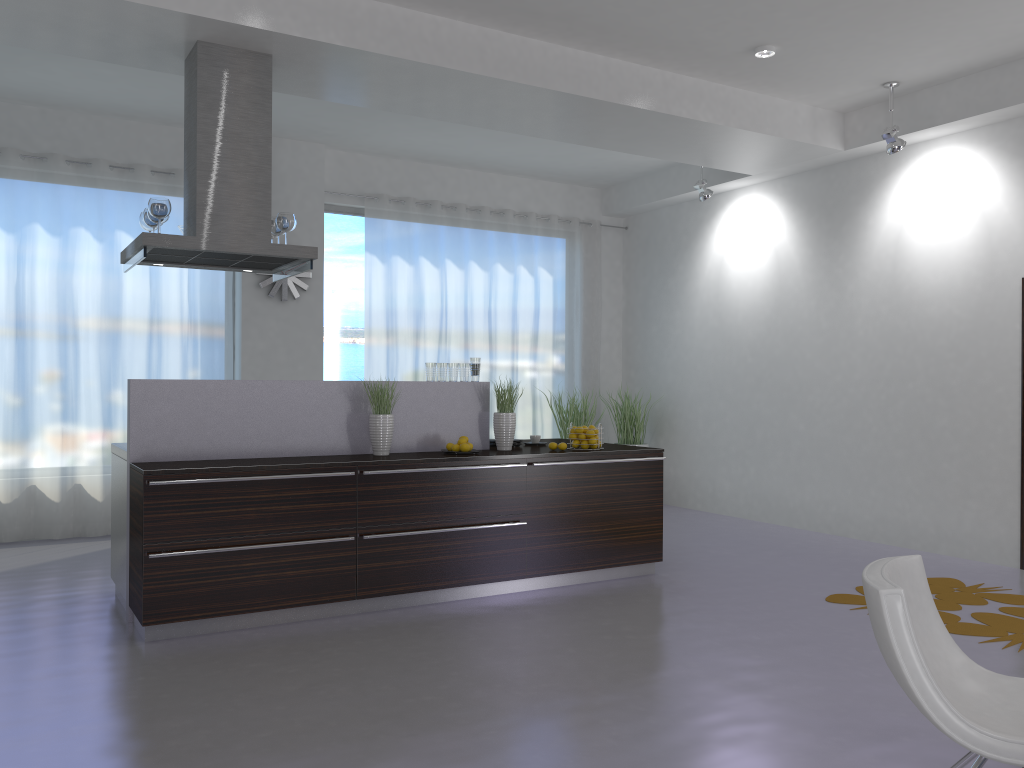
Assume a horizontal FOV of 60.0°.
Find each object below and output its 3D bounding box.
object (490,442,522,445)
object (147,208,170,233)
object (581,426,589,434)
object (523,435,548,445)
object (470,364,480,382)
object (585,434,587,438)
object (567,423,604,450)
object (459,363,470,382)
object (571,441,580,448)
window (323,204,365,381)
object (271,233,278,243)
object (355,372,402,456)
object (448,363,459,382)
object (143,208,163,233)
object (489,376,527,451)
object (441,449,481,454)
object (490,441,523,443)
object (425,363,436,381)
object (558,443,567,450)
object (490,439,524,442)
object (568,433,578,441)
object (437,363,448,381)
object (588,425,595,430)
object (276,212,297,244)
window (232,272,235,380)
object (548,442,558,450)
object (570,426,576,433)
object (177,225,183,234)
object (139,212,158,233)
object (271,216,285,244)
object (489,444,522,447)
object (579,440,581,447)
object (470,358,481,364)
[{"bbox_3d":[-0.055,0.414,6.178,0.232,0.020,0.232,0,0,-22],"label":"object"},{"bbox_3d":[-2.063,-0.937,5.176,0.125,0.221,0.125,0,0,-6],"label":"object"},{"bbox_3d":[0.485,0.305,5.933,0.051,0.053,0.063,0,0,-29],"label":"object"},{"bbox_3d":[0.167,0.402,6.323,0.153,0.069,0.153,0,0,33],"label":"object"},{"bbox_3d":[-0.244,-0.075,5.852,0.072,0.119,0.071,0,0,9],"label":"object"},{"bbox_3d":[0.503,0.336,5.972,0.055,0.051,0.061,0,0,-36],"label":"object"},{"bbox_3d":[0.494,0.348,5.938,0.207,0.174,0.189,0,0,24],"label":"object"},{"bbox_3d":[-0.313,-0.075,5.811,0.072,0.119,0.071,0,0,9],"label":"object"},{"bbox_3d":[0.430,0.404,5.954,0.061,0.053,0.053,0,0,12],"label":"object"},{"bbox_3d":[-0.615,-0.468,9.261,3.000,2.500,0.100,0,0,-31],"label":"window"},{"bbox_3d":[-1.538,-0.933,5.686,0.125,0.221,0.125,0,0,-6],"label":"object"},{"bbox_3d":[-0.777,0.176,5.304,0.269,0.502,0.247,0,0,-30],"label":"object"},{"bbox_3d":[-0.383,-0.075,5.770,0.072,0.119,0.071,0,0,9],"label":"object"},{"bbox_3d":[-2.145,-0.937,5.310,0.125,0.221,0.125,0,0,-6],"label":"object"},{"bbox_3d":[-0.025,0.181,5.780,0.247,0.502,0.269,0,0,12],"label":"object"},{"bbox_3d":[-0.315,0.421,5.506,0.232,0.020,0.232,0,0,-22],"label":"object"},{"bbox_3d":[-0.055,0.404,6.178,0.232,0.020,0.232,0,0,-27],"label":"object"},{"bbox_3d":[-0.521,-0.076,5.687,0.071,0.119,0.072,0,0,19],"label":"object"},{"bbox_3d":[0.331,0.409,5.803,0.063,0.051,0.053,0,0,-27],"label":"object"},{"bbox_3d":[-0.242,0.330,6.159,0.646,0.147,0.269,0,0,-6],"label":"object"},{"bbox_3d":[0.407,0.351,5.904,0.063,0.051,0.053,0,0,28],"label":"object"},{"bbox_3d":[-0.452,-0.076,5.728,0.072,0.119,0.071,0,0,9],"label":"object"},{"bbox_3d":[0.539,0.307,5.987,0.050,0.060,0.059,0,0,-31],"label":"object"},{"bbox_3d":[-1.382,-0.932,5.425,0.125,0.221,0.125,0,0,-6],"label":"object"},{"bbox_3d":[-3.838,-0.488,7.344,3.000,2.500,0.100,0,0,-31],"label":"window"},{"bbox_3d":[0.270,0.409,5.823,0.063,0.051,0.053,0,0,28],"label":"object"},{"bbox_3d":[0.417,0.311,5.932,0.052,0.060,0.057,0,0,-43],"label":"object"},{"bbox_3d":[-2.060,-0.913,5.652,0.137,0.174,0.137,0,0,24],"label":"object"},{"bbox_3d":[-2.220,-0.938,5.437,0.125,0.221,0.125,0,0,-6],"label":"object"},{"bbox_3d":[-1.463,-0.933,5.559,0.125,0.221,0.125,0,0,-6],"label":"object"},{"bbox_3d":[-0.055,0.424,6.178,0.232,0.020,0.232,0,0,-22],"label":"object"},{"bbox_3d":[0.448,0.403,6.012,0.053,0.053,0.061,0,0,14],"label":"object"},{"bbox_3d":[-0.243,-0.113,5.852,0.072,0.119,0.071,0,0,9],"label":"object"}]
